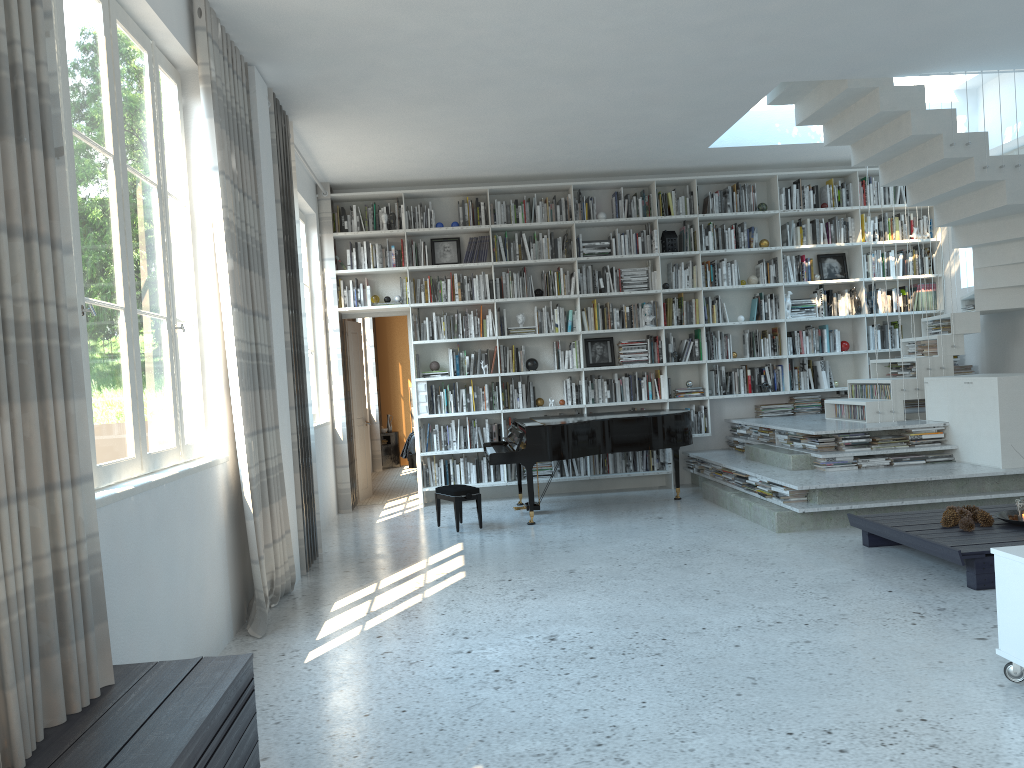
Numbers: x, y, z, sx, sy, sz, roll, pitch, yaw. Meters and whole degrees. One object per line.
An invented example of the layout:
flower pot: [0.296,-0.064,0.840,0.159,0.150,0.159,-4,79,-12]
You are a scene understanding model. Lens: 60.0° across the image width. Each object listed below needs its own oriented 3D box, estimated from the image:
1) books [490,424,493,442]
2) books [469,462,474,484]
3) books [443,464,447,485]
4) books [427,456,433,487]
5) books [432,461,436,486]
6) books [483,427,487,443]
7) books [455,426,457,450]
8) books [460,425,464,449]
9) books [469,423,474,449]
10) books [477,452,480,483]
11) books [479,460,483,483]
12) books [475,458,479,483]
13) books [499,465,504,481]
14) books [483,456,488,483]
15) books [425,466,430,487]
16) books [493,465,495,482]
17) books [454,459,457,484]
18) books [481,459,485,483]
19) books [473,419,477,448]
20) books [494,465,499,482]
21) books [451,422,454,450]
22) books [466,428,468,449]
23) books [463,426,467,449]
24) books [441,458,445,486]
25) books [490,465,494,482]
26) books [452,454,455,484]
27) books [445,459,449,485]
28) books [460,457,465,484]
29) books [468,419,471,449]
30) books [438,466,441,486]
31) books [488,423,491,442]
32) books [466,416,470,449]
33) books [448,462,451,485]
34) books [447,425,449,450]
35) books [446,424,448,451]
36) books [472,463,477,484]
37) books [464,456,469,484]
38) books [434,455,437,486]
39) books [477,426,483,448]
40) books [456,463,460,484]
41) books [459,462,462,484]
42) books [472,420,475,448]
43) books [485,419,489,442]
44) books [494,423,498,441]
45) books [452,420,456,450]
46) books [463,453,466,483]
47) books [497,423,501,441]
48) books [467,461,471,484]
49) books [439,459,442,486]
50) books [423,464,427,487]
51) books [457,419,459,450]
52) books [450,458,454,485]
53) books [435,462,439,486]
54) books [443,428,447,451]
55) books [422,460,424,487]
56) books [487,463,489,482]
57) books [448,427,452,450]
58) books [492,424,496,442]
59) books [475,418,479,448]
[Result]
books: [-0.212,0.525,9.031,0.030,0.227,0.140,-4,1,-4]
books: [-0.412,0.899,8.995,0.028,0.206,0.171,-4,1,-4]
books: [-0.678,0.916,8.993,0.022,0.205,0.158,-4,1,-4]
books: [-0.828,0.881,8.973,0.044,0.294,0.181,-4,1,-4]
books: [-0.792,0.903,8.983,0.024,0.246,0.143,-4,1,-4]
books: [-0.276,0.541,9.027,0.030,0.203,0.142,-4,1,-4]
books: [-0.568,0.545,8.998,0.012,0.232,0.148,-4,1,-4]
books: [-0.508,0.538,9.003,0.031,0.239,0.132,-4,1,-4]
books: [-0.413,0.524,9.011,0.029,0.254,0.153,-4,1,-4]
books: [-0.342,0.842,9.023,0.013,0.310,0.130,-4,1,-4]
books: [-0.321,0.889,9.024,0.024,0.214,0.137,-4,1,-4]
books: [-0.356,0.876,8.992,0.023,0.244,0.188,-4,1,-4]
books: [-0.111,0.844,9.038,0.027,0.276,0.143,-4,1,-4]
books: [-0.274,0.865,9.012,0.027,0.256,0.179,-4,1,-4]
books: [-0.853,0.935,8.957,0.029,0.190,0.176,-4,1,-4]
books: [-0.194,0.836,9.008,0.012,0.304,0.165,-4,1,-4]
books: [-0.574,0.889,9.005,0.022,0.246,0.135,-4,1,-4]
books: [-0.297,0.882,9.013,0.022,0.225,0.141,-4,1,-4]
books: [-0.375,0.503,9.004,0.022,0.291,0.137,-4,1,-4]
books: [-0.156,0.857,9.034,0.065,0.256,0.155,-4,1,-4]
books: [-0.608,0.527,9.000,0.013,0.274,0.146,-4,1,-4]
books: [-0.458,0.549,9.002,0.013,0.209,0.154,-4,1,-4]
books: [-0.479,0.543,9.001,0.028,0.225,0.134,-4,1,-4]
books: [-0.701,0.887,8.975,0.023,0.266,0.177,-4,1,-4]
books: [-0.211,0.841,9.009,0.021,0.296,0.188,-4,1,-4]
books: [-0.592,0.863,8.982,0.013,0.300,0.183,-4,1,-4]
books: [-0.658,0.891,8.997,0.022,0.252,0.139,-4,1,-4]
books: [-0.503,0.875,8.989,0.031,0.266,0.186,-4,1,-4]
books: [-0.433,0.505,8.991,0.012,0.295,0.176,-4,1,-4]
books: [-0.735,0.929,8.986,0.022,0.186,0.145,-4,1,-4]
books: [-0.230,0.520,8.994,0.011,0.239,0.174,-4,1,-4]
books: [-0.446,0.491,8.981,0.014,0.325,0.170,-4,1,-4]
books: [-0.634,0.905,8.989,0.022,0.221,0.163,-4,1,-4]
books: [-0.645,0.540,8.965,0.010,0.252,0.177,-4,1,-4]
books: [-0.657,0.538,8.969,0.013,0.257,0.189,-4,1,-4]
books: [-0.381,0.906,8.990,0.031,0.188,0.190,-4,1,-4]
books: [-0.462,0.872,8.992,0.025,0.266,0.159,-4,1,-4]
books: [-0.777,0.866,8.981,0.011,0.318,0.157,-4,1,-4]
books: [-0.319,0.537,9.005,0.059,0.216,0.177,-4,1,-4]
books: [-0.545,0.910,8.982,0.030,0.201,0.168,-4,1,-4]
books: [-0.525,0.903,9.014,0.014,0.211,0.146,-4,1,-4]
books: [-0.393,0.508,9.015,0.013,0.284,0.139,-4,1,-4]
books: [-0.251,0.497,9.019,0.025,0.288,0.130,-4,1,-4]
books: [-0.160,0.517,9.028,0.026,0.236,0.140,-4,1,-4]
books: [-0.589,0.512,8.993,0.027,0.299,0.142,-4,1,-4]
books: [-0.483,0.854,9.009,0.014,0.304,0.139,-4,1,-4]
books: [-0.132,0.518,9.021,0.030,0.230,0.151,-4,1,-4]
books: [-0.437,0.894,8.994,0.021,0.218,0.190,-4,1,-4]
books: [-0.719,0.891,8.968,0.013,0.262,0.174,-4,1,-4]
books: [-0.881,0.924,8.982,0.023,0.216,0.158,-4,1,-4]
books: [-0.544,0.506,8.979,0.039,0.307,0.172,-4,1,-4]
books: [-0.612,0.886,8.996,0.027,0.256,0.160,-4,1,-4]
books: [-0.757,0.911,8.977,0.022,0.226,0.154,-4,1,-4]
books: [-0.676,0.556,8.966,0.028,0.223,0.189,-4,1,-4]
books: [-0.900,0.906,8.980,0.012,0.254,0.161,-4,1,-4]
books: [-0.242,0.859,9.037,0.040,0.264,0.137,-4,1,-4]
books: [-0.626,0.550,8.980,0.028,0.229,0.157,-4,1,-4]
books: [-0.182,0.523,8.990,0.023,0.228,0.190,-4,1,-4]
books: [-0.358,0.497,9.000,0.013,0.301,0.172,-4,1,-4]
